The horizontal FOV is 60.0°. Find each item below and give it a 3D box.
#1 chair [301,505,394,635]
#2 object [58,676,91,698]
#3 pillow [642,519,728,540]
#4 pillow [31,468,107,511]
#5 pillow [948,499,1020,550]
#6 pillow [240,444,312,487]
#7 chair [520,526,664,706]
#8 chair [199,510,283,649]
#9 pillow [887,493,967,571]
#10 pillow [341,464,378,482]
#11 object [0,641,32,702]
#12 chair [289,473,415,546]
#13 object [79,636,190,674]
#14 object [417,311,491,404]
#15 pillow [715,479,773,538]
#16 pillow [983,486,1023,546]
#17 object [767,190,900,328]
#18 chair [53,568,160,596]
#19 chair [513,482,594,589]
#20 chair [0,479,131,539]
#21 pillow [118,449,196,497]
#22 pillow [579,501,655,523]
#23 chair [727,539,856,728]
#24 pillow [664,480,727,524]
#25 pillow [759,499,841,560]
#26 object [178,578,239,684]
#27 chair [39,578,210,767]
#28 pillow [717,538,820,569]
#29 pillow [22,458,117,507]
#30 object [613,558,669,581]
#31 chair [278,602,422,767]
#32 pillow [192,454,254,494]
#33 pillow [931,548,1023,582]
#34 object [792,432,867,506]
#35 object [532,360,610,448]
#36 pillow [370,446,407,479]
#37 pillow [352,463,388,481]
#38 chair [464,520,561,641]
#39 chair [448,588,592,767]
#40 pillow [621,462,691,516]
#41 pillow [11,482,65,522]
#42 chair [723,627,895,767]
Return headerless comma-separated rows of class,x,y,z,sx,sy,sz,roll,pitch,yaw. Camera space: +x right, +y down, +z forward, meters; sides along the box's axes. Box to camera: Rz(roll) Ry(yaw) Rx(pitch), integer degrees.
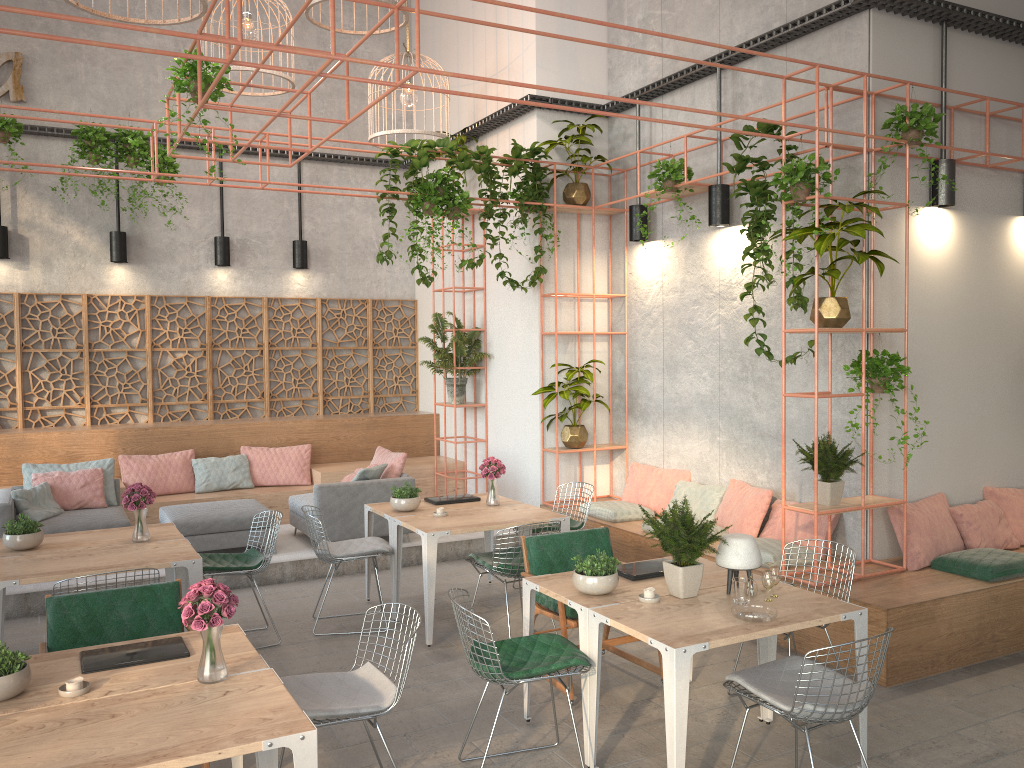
chair,-1.276,1.421,6.954,0.717,0.941,0.565,-1,2,-12
object,-1.709,1.178,3.464,0.115,0.073,0.115,-2,3,-34
pillow,1.515,1.284,7.824,0.491,0.149,0.637,-2,3,-27
pillow,-4.309,1.038,8.624,0.666,0.385,0.289,-2,3,-27
pillow,3.773,1.150,7.089,0.666,0.385,0.289,-2,3,-32
pillow,-2.802,0.967,10.511,0.839,0.474,0.276,-1,2,-7
chair,0.503,1.454,5.753,0.722,0.917,0.685,-2,3,-28
chair,-2.056,1.444,6.551,0.717,0.941,0.565,-2,3,-27
pillow,3.194,1.121,6.806,0.839,0.474,0.276,-2,3,-37
pillow,-1.668,1.010,9.514,0.479,0.317,0.441,2,3,43
object,-2.003,1.098,3.440,0.252,0.247,0.247,-2,3,-28
chair,-1.683,1.269,9.261,1.052,0.672,1.127,-2,3,-28
object,-1.648,1.185,3.874,0.427,0.031,0.268,-2,3,-28
object,-0.684,-0.313,10.532,0.900,1.097,0.894,-1,2,1
pillow,1.992,1.096,7.723,0.276,0.474,0.839,-1,2,-7
pillow,4.347,1.087,7.366,0.839,0.474,0.276,-1,2,-7
object,2.199,-0.862,6.139,0.903,0.947,0.934,0,2,24
chair,-2.403,1.500,5.232,0.565,0.941,0.717,-2,3,-32
chair,0.362,1.369,7.828,0.717,0.941,0.565,-2,3,-27
chair,-4.241,1.287,8.369,1.127,0.586,1.056,-2,3,-28
pillow,-3.935,1.003,9.914,0.839,0.474,0.276,-2,3,-37
pillow,1.025,1.253,8.750,0.491,0.149,0.637,-2,3,-27
chair,1.682,1.453,5.334,0.717,0.941,0.565,-2,3,-27
pillow,1.714,1.125,8.300,0.289,0.385,0.666,-2,3,-32
pillow,2.313,1.163,7.167,0.289,0.385,0.666,-2,3,-32
object,-1.216,0.989,3.564,0.225,0.414,0.213,-2,3,-35
chair,-1.950,1.531,4.438,0.722,0.917,0.685,-2,3,-28
pillow,1.991,1.314,6.925,0.491,0.149,0.637,-2,3,-27
pillow,-4.368,1.001,8.762,0.839,0.474,0.276,-2,3,-27
object,0.804,1.083,5.188,0.427,0.031,0.268,-2,3,-28
chair,-0.770,1.530,4.018,0.717,0.941,0.565,-2,3,-27
pillow,-3.330,1.031,10.210,0.666,0.385,0.289,-2,3,-32
pillow,3.489,1.316,6.490,0.637,0.149,0.491,-2,3,-27
object,2.239,0.599,6.326,0.368,0.527,0.438,-2,3,-28
object,0.604,0.206,9.280,0.903,0.919,0.934,1,3,34
pillow,-1.377,0.942,9.532,0.273,0.476,0.836,-2,3,-27
pillow,-1.506,1.007,9.089,0.308,0.349,0.495,0,2,22
chair,0.014,1.424,6.509,0.565,0.941,0.717,-2,3,-32
chair,0.044,1.505,4.460,0.717,0.941,0.565,-1,2,-12
pillow,1.431,1.057,8.875,0.276,0.474,0.839,-2,3,-37
pillow,-4.377,1.103,8.251,0.307,0.324,0.499,0,2,7
chair,1.335,1.509,4.016,0.565,0.941,0.717,-2,3,-32
